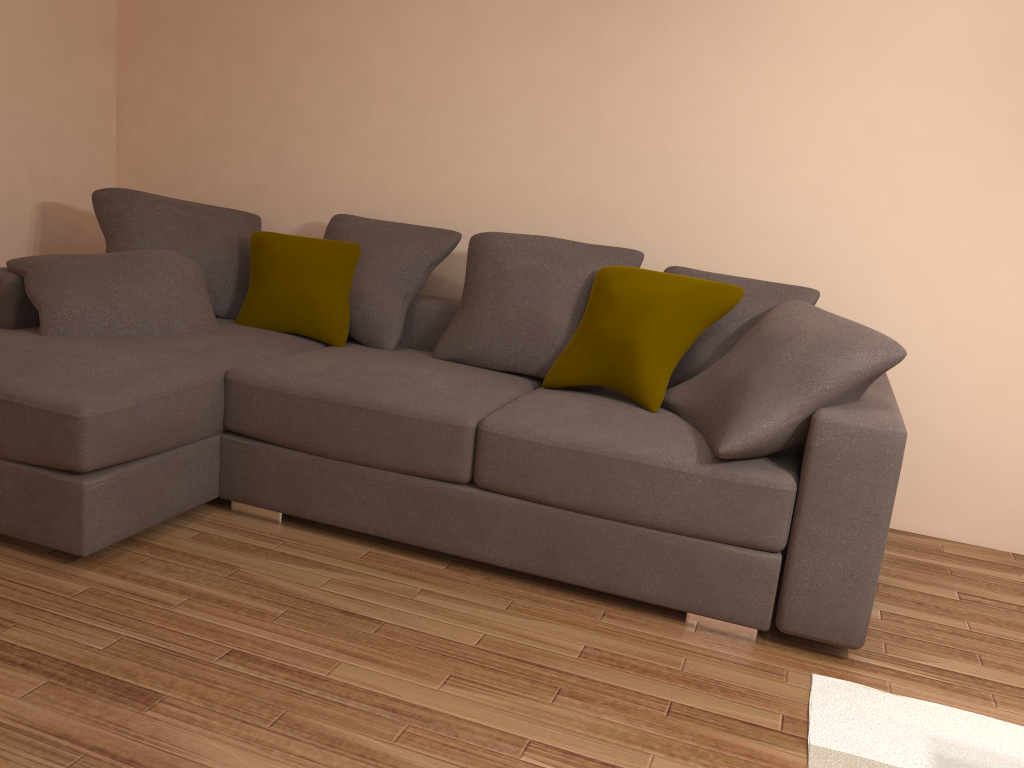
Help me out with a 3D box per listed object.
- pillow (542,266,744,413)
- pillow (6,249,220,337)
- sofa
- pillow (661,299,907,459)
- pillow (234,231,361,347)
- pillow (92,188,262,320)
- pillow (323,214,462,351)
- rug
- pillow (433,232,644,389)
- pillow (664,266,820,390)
[{"bbox_3d":[0.487,-0.173,3.334,0.658,0.492,0.382,17,17,41],"label":"pillow"},{"bbox_3d":[-1.600,-0.337,3.628,0.792,0.415,0.645,-2,15,-31],"label":"pillow"},{"bbox_3d":[-0.490,0.152,3.390,3.565,0.776,1.906,10,13,18],"label":"sofa"},{"bbox_3d":[0.849,-0.029,2.945,0.560,0.470,0.749,4,13,-10],"label":"pillow"},{"bbox_3d":[-0.964,-0.424,4.033,0.631,0.486,0.335,8,13,11],"label":"pillow"},{"bbox_3d":[-1.536,-0.598,4.186,0.806,0.578,0.483,-2,14,-31],"label":"pillow"},{"bbox_3d":[-0.679,-0.484,4.164,0.787,0.576,0.431,14,15,33],"label":"pillow"},{"bbox_3d":[1.357,1.177,1.339,1.791,0.024,2.122,10,13,18],"label":"rug"},{"bbox_3d":[0.100,-0.325,3.760,0.783,0.590,0.459,11,13,22],"label":"pillow"},{"bbox_3d":[0.743,-0.124,3.528,0.399,0.635,0.811,-1,14,-28],"label":"pillow"}]
